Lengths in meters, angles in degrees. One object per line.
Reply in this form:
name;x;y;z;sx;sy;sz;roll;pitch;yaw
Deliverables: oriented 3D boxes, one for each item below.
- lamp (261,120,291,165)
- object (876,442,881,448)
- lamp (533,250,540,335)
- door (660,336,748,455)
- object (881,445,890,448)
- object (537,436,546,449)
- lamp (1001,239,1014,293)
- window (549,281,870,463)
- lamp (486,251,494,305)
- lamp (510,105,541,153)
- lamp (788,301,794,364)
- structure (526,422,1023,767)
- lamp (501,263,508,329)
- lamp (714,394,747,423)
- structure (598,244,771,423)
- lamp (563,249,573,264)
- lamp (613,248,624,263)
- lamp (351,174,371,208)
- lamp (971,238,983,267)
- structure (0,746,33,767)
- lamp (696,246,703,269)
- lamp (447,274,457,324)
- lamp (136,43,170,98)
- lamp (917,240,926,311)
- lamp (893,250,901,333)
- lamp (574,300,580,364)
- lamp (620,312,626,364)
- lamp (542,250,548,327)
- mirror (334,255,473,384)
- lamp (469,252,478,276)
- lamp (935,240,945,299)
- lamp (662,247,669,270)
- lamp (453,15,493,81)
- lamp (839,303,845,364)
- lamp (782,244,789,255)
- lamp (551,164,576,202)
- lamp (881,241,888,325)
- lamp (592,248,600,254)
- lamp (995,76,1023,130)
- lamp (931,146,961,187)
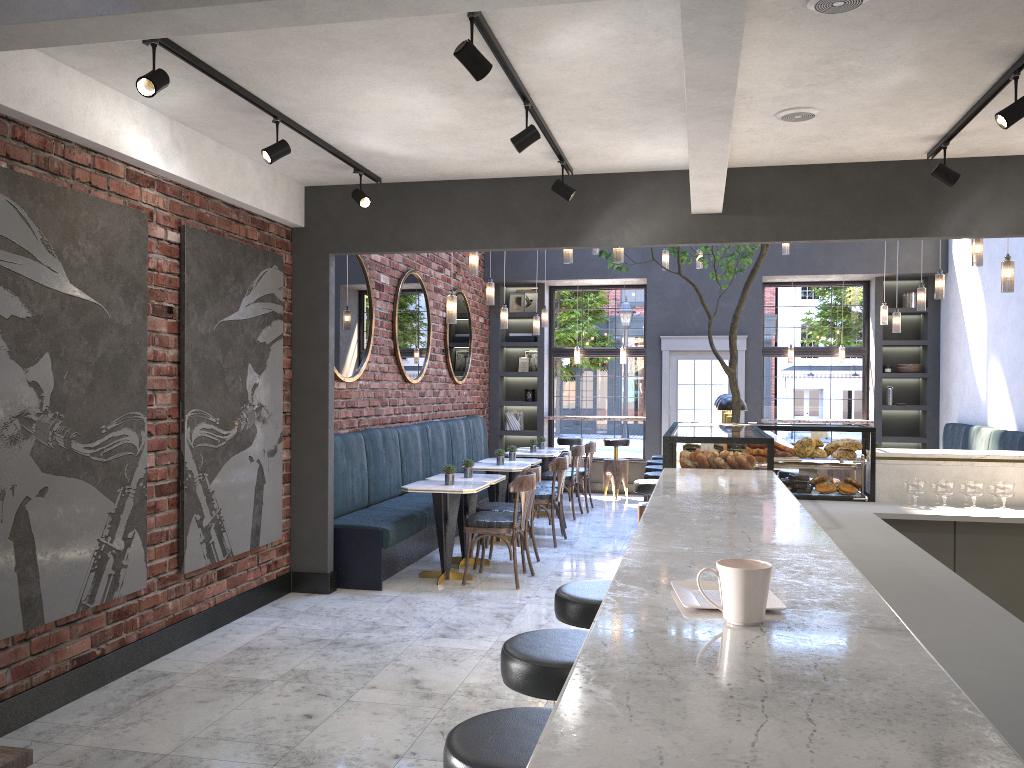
lamp;-1.266;-1.294;4.762;0.157;0.238;0.087;0;0;-39
object;4.228;0.757;10.310;0.118;0.165;0.122;0;0;-10
lamp;0.303;-2.635;10.538;0.078;4.105;0.078;0;0;-3
door;2.534;0.474;11.780;1.132;2.219;0.152;0;0;12
object;4.107;0.755;9.741;0.118;0.165;0.122;0;0;-10
object;0.374;0.735;11.130;0.118;0.165;0.122;0;0;-10
lamp;3.465;-2.692;6.165;0.078;4.105;0.078;0;0;-3
window;1.417;-1.570;6.510;6.405;5.365;12.709;0;0;12
lamp;-0.202;-2.837;8.780;0.078;4.105;0.078;0;0;19
lamp;0.069;-1.286;4.482;0.157;0.238;0.087;0;0;6
lamp;3.793;-0.992;12.041;0.078;1.429;0.078;0;0;-26
structure;2.055;0.903;2.828;3.205;1.300;5.805;0;0;12
lamp;-0.069;-2.640;9.410;0.078;4.105;0.078;0;0;19
lamp;0.782;-1.126;5.392;4.182;3.256;8.835;0;0;-5
structure;1.975;-1.422;7.778;2.806;5.989;3.744;0;0;-35
lamp;0.496;-3.095;7.627;0.078;4.105;0.078;1;0;42
lamp;0.815;-2.969;6.674;0.078;4.105;0.078;1;0;42
lamp;-1.008;-1.287;5.930;0.087;0.235;0.157;0;0;-37
lamp;3.613;-2.964;6.848;0.078;4.105;0.078;0;0;-3
structure;-2.206;-0.080;1.496;1.000;2.845;3.030;0;0;12
lamp;2.279;-3.449;10.699;0.078;4.105;0.078;0;0;-3
lamp;-0.461;-2.526;6.948;0.078;4.105;0.078;0;0;-3
lamp;-1.492;-1.297;3.684;0.087;0.235;0.157;0;0;6
lamp;3.979;-2.763;8.578;0.078;4.105;0.078;0;0;-26
lamp;4.209;-2.613;9.665;0.078;4.105;0.078;0;0;-3
lamp;0.932;-1.008;12.650;0.078;1.429;0.078;1;0;42
lamp;1.575;-1.004;12.513;0.078;1.429;0.078;0;0;-26
lamp;0.424;-2.766;11.098;0.078;4.105;0.078;0;0;-3
mirror;-1.024;-0.760;9.300;0.036;1.510;4.773;0;0;12
lamp;-0.316;-2.986;7.615;0.078;4.105;0.078;0;0;-3
lamp;3.840;-2.814;7.920;0.078;4.105;0.078;0;0;-26
lamp;1.775;-3.362;10.165;0.078;4.105;0.078;0;0;-3
lamp;-0.149;-1.291;3.408;0.157;0.238;0.087;0;0;-39
lamp;4.435;-0.988;11.905;0.078;1.429;0.078;1;0;42
lamp;3.085;-3.507;9.942;0.078;4.105;0.078;0;0;-3
lamp;0.329;-1.281;5.649;0.157;0.238;0.087;0;0;6
lamp;4.349;-2.743;10.314;0.078;4.105;0.078;0;0;-3
lamp;0.956;-3.516;9.952;0.078;4.105;0.078;0;0;-3
lamp;2.274;-1.272;4.013;0.157;0.235;0.087;0;0;6
lamp;2.534;-1.267;5.180;0.157;0.235;0.087;0;0;6
